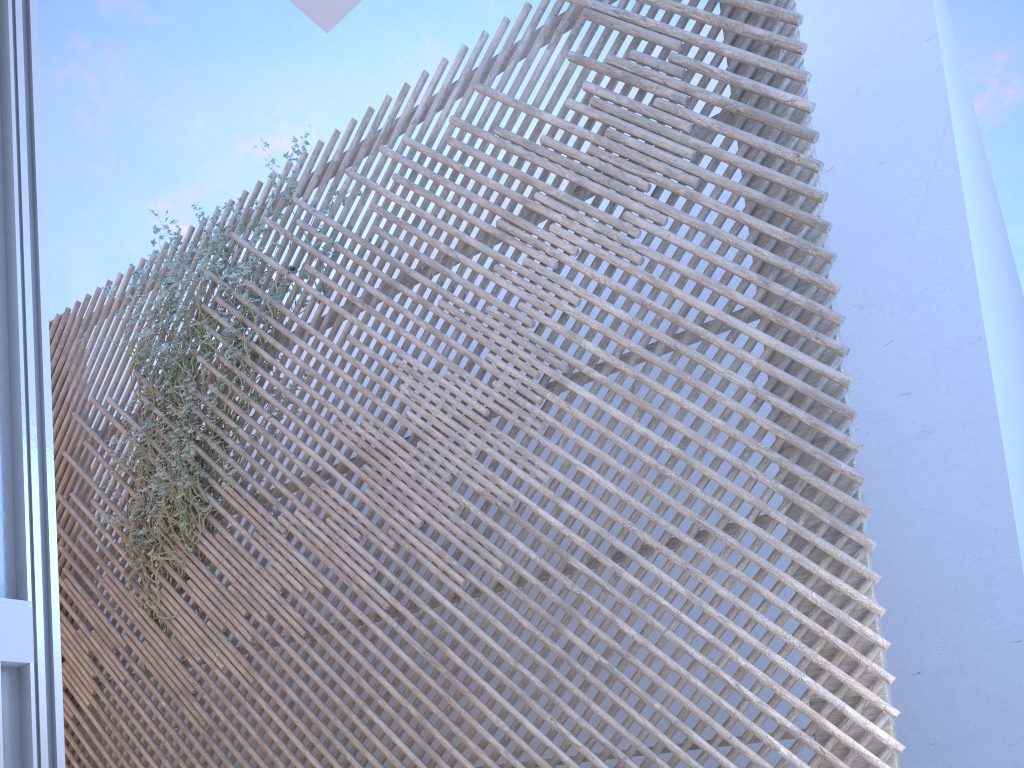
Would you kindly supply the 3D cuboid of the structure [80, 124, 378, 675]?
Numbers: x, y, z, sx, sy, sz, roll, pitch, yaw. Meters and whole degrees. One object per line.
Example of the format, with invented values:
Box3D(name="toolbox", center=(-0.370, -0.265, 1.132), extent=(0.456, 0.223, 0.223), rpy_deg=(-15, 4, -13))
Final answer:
Box3D(name="structure", center=(-1.594, 0.236, 4.520), extent=(2.463, 2.492, 0.762), rpy_deg=(-15, -11, 28))
